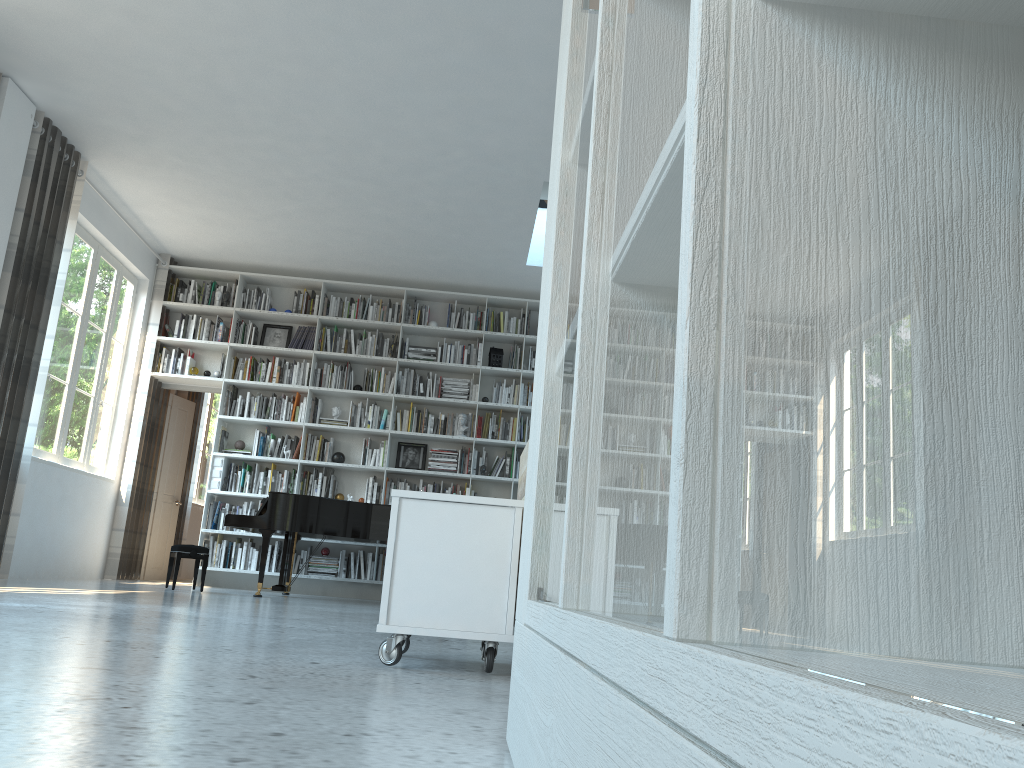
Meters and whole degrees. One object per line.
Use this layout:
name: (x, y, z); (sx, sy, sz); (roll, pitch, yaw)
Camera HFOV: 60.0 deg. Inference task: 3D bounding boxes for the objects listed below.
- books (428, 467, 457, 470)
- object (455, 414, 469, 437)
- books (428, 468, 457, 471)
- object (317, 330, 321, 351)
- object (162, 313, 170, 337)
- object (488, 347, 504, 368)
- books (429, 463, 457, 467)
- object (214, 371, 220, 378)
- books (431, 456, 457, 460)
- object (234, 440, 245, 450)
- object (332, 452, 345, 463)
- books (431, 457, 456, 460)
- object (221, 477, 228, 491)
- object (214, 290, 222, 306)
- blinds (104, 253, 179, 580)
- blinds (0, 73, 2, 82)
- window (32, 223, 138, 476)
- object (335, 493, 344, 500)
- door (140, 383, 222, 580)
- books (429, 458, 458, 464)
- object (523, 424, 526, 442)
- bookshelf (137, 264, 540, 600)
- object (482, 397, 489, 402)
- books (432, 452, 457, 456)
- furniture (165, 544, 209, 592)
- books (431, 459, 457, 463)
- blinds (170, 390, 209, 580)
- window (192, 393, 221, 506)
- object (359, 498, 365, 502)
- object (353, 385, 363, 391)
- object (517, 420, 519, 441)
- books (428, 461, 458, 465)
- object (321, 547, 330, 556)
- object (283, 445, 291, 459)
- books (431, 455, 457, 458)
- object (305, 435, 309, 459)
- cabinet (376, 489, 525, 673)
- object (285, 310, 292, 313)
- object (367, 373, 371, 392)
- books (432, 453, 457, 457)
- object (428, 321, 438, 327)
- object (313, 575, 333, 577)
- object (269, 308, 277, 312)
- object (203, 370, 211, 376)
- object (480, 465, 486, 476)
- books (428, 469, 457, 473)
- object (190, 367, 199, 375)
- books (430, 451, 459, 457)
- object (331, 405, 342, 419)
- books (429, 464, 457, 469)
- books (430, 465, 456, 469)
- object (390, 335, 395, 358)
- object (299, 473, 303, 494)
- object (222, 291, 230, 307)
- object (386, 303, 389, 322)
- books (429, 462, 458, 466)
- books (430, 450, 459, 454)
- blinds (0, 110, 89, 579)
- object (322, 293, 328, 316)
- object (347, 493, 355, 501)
books: (-0.696, 0.856, 8.910); (0.285, 0.012, 0.160); (4, -13, 3)
object: (-0.498, 0.420, 8.878); (0.137, 0.243, 0.138); (14, -15, -36)
books: (-0.697, 0.870, 8.917); (0.285, 0.012, 0.160); (5, -13, -3)
object: (-1.971, -0.409, 9.111); (0.012, 0.253, 0.161); (5, -12, -2)
object: (-3.538, -0.576, 9.038); (0.035, 0.295, 0.176); (5, -12, -2)
object: (-0.167, -0.259, 9.105); (0.135, 0.247, 0.136); (7, -12, -12)
books: (-0.693, 0.824, 8.927); (0.285, 0.012, 0.160); (5, -13, -1)
object: (-2.974, -0.097, 8.946); (0.071, 0.072, 0.071); (10, -14, -24)
books: (-0.687, 0.752, 8.938); (0.254, 0.012, 0.161); (6, -13, -5)
object: (-2.709, 0.613, 8.829); (0.105, 0.106, 0.105); (10, -14, -24)
object: (-1.733, 0.746, 8.858); (0.134, 0.135, 0.134); (16, -17, -42)
books: (-0.688, 0.764, 8.935); (0.254, 0.012, 0.161); (5, -13, 1)
object: (-2.797, 0.977, 8.626); (0.045, 0.146, 0.045); (-4, -15, 35)
object: (-2.982, -0.854, 8.993); (0.067, 0.197, 0.068); (-5, -16, 39)
blinds: (-3.657, 0.333, 8.984); (0.140, 3.223, 0.778); (5, -12, -2)
blinds: (-3.414, -0.577, 4.957); (0.183, 3.253, 1.028); (5, -12, -3)
window: (-3.718, -0.280, 7.629); (0.073, 2.004, 1.988); (5, -12, -2)
object: (-1.708, 1.129, 8.790); (0.091, 0.092, 0.091); (10, -14, -24)
door: (-3.393, 1.067, 9.281); (0.834, 1.976, 0.788); (5, -12, -2)
books: (-0.688, 0.775, 8.928); (0.285, 0.012, 0.160); (4, -13, 3)
object: (0.124, 0.524, 9.034); (0.013, 0.207, 0.140); (5, -12, -2)
bookshelf: (-0.597, 0.635, 8.905); (6.297, 3.134, 0.331); (5, -12, -2)
object: (-0.272, 0.166, 8.981); (0.072, 0.072, 0.071); (16, -17, -42)
books: (-0.684, 0.716, 8.943); (0.254, 0.012, 0.161); (6, -13, -6)
furniture: (-2.570, 1.449, 7.014); (0.240, 0.352, 0.468); (11, -14, -27)
books: (-0.689, 0.787, 8.926); (0.254, 0.012, 0.161); (6, -13, -7)
blinds: (-3.725, 0.588, 10.136); (0.140, 3.223, 0.778); (5, -12, -2)
window: (-3.947, 0.578, 11.507); (0.073, 2.004, 1.988); (5, -12, -2)
object: (-1.484, 1.155, 8.754); (0.061, 0.062, 0.061); (16, -17, -42)
object: (-1.564, 0.054, 8.993); (0.097, 0.098, 0.097); (16, -17, -42)
object: (0.054, 0.484, 9.054); (0.013, 0.283, 0.135); (5, -12, -2)
books: (-0.691, 0.798, 8.923); (0.285, 0.012, 0.160); (4, -13, 3)
object: (-1.819, 1.637, 8.649); (0.086, 0.087, 0.086); (10, -14, -24)
object: (-2.212, 0.669, 8.704); (0.082, 0.139, 0.044); (9, -13, -18)
books: (-0.686, 0.740, 8.938); (0.254, 0.012, 0.161); (6, -13, -6)
object: (-2.048, 0.659, 8.896); (0.012, 0.269, 0.131); (5, -12, -2)
cabinet: (-0.186, 0.606, 2.720); (0.380, 0.485, 0.504); (5, -12, -2)
object: (-2.301, -0.723, 9.120); (0.083, 0.083, 0.083); (10, -14, -24)
object: (-1.462, 0.011, 9.060); (0.010, 0.225, 0.143); (5, -12, -2)
books: (-0.685, 0.729, 8.943); (0.254, 0.012, 0.161); (6, -13, -5)
object: (-0.819, -0.601, 9.171); (0.105, 0.105, 0.105); (10, -14, -24)
object: (-1.837, 1.870, 8.636); (0.254, 0.007, 0.161); (5, -13, 1)
object: (-2.457, -0.737, 9.114); (0.083, 0.083, 0.083); (10, -14, -24)
object: (-3.080, -0.102, 8.962); (0.071, 0.072, 0.071); (10, -14, -24)
object: (-0.287, 0.857, 8.774); (0.054, 0.113, 0.079); (5, -12, -3)
books: (-0.697, 0.879, 8.905); (0.285, 0.012, 0.160); (6, -13, -7)
object: (-3.192, -0.130, 8.911); (0.087, 0.087, 0.087); (16, -17, -42)
books: (-0.683, 0.705, 8.950); (0.285, 0.012, 0.160); (5, -13, 0)
object: (-1.779, 0.292, 8.972); (0.095, 0.156, 0.121); (2, -13, 11)
books: (-0.694, 0.836, 8.927); (0.285, 0.012, 0.160); (5, -13, -2)
books: (-0.695, 0.844, 8.913); (0.254, 0.012, 0.161); (6, -13, -7)
object: (-1.209, -0.371, 8.999); (0.075, 0.254, 0.075); (10, -13, -23)
object: (-2.089, 1.019, 8.806); (0.012, 0.253, 0.161); (5, -12, -2)
object: (-2.901, -0.846, 8.997); (0.067, 0.197, 0.068); (-5, -16, 39)
object: (-1.291, -0.703, 9.211); (0.010, 0.246, 0.157); (5, -12, -2)
books: (-0.692, 0.811, 8.927); (0.285, 0.012, 0.160); (5, -13, 0)
books: (-0.682, 0.692, 8.945); (0.285, 0.012, 0.160); (6, -13, -7)
blinds: (-3.496, -0.271, 6.255); (0.140, 3.223, 0.778); (5, -12, -2)
object: (-1.941, -0.781, 9.192); (0.012, 0.284, 0.160); (5, -12, -2)
object: (-1.585, 1.126, 8.730); (0.060, 0.094, 0.078); (2, -13, 14)
